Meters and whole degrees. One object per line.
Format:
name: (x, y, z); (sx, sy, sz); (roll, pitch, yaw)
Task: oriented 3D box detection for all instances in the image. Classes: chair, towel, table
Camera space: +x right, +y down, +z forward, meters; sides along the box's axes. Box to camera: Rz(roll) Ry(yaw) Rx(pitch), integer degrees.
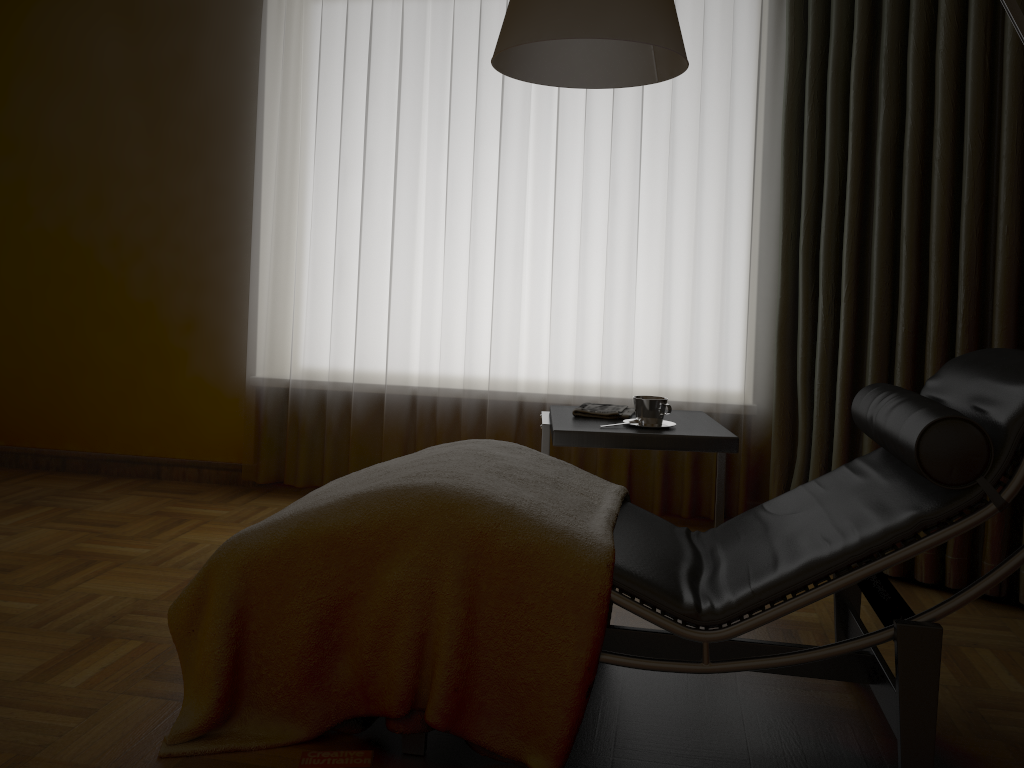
chair: (0.318, 0.299, 1.905); (1.789, 0.796, 0.638); (3, 3, 10)
towel: (0.284, 0.083, 2.718); (0.179, 0.035, 0.242); (4, 6, 14)
table: (0.365, 0.128, 2.626); (0.499, 0.045, 0.520); (2, 6, 1)

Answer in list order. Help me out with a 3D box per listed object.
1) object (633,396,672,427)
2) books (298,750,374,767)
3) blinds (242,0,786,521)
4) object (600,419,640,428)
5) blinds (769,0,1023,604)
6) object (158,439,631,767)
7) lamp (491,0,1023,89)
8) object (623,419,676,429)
object: (0.398, 0.078, 2.506); (0.111, 0.078, 0.098); (3, 4, 12)
books: (-0.294, 0.657, 1.451); (0.123, 0.018, 0.174); (1, 6, -6)
blinds: (-0.027, -0.668, 3.523); (2.197, 2.286, 0.092); (3, 1, 10)
object: (0.300, 0.109, 2.461); (0.123, 0.019, 0.029); (0, 5, -21)
blinds: (1.434, -0.588, 2.679); (0.224, 2.447, 1.538); (1, 2, -35)
object: (-0.205, 0.417, 2.017); (0.909, 0.519, 0.921); (3, 5, 10)
lamp: (0.627, -0.234, 1.924); (1.416, 1.963, 0.452); (3, 1, 14)
object: (0.390, 0.114, 2.508); (0.150, 0.009, 0.150); (4, 6, 15)
